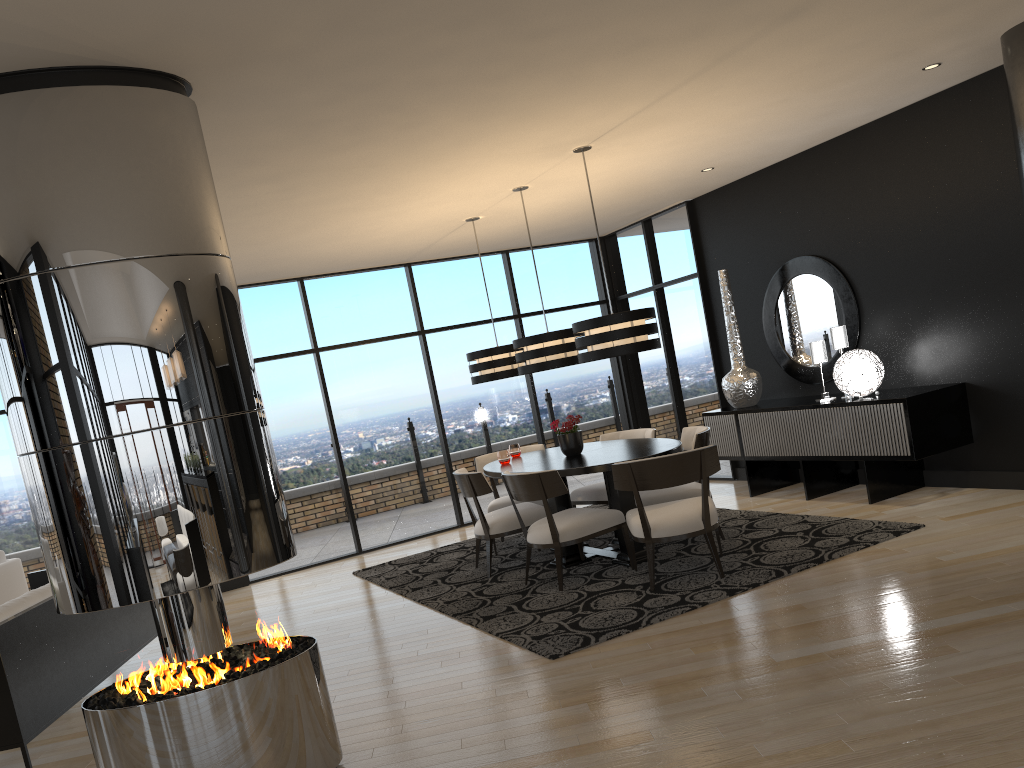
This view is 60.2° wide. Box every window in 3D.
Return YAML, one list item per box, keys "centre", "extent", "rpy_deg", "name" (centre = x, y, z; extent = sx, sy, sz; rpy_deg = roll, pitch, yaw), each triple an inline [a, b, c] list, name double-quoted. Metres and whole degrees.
- centre: [-1.307, -0.752, 1.388]
  extent: [10.071, 4.816, 15.889]
  rpy_deg: [-12, 1, -16]
  name: "window"

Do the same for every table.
- centre: [0.539, 0.901, 6.557]
  extent: [1.200, 0.774, 2.110]
  rpy_deg: [-12, 1, -24]
  name: "table"

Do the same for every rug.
- centre: [0.598, 1.277, 6.658]
  extent: [2.695, 0.011, 3.732]
  rpy_deg: [-11, 1, -26]
  name: "rug"

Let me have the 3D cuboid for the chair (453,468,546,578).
- centre: [-0.065, 1.001, 6.688]
  extent: [0.613, 0.812, 0.641]
  rpy_deg: [-12, 4, -15]
  name: "chair"

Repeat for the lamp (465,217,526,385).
- centre: [-0.195, -0.696, 7.246]
  extent: [0.531, 1.339, 0.536]
  rpy_deg: [-14, 6, -26]
  name: "lamp"

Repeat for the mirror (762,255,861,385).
- centre: [2.484, -0.528, 7.391]
  extent: [0.025, 1.085, 1.078]
  rpy_deg: [-14, 4, -26]
  name: "mirror"

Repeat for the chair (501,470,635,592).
- centre: [0.334, 0.929, 5.920]
  extent: [0.610, 0.812, 0.645]
  rpy_deg: [-14, 4, -32]
  name: "chair"

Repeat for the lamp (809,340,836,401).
- centre: [2.447, -0.108, 6.985]
  extent: [0.132, 0.469, 0.124]
  rpy_deg: [-11, 5, -3]
  name: "lamp"

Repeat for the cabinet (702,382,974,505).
- centre: [2.529, 0.504, 7.155]
  extent: [0.605, 0.771, 2.243]
  rpy_deg: [-13, 2, -25]
  name: "cabinet"

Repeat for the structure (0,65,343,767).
- centre: [-1.374, 0.298, 3.384]
  extent: [0.888, 2.763, 0.584]
  rpy_deg: [-12, 6, -15]
  name: "structure"

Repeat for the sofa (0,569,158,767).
- centre: [-2.795, 1.555, 5.097]
  extent: [0.837, 0.808, 2.023]
  rpy_deg: [-11, 1, -3]
  name: "sofa"

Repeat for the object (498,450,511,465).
- centre: [-0.061, 0.569, 6.841]
  extent: [0.095, 0.107, 0.095]
  rpy_deg: [-12, 4, -14]
  name: "object"

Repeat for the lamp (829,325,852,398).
- centre: [2.566, -0.174, 6.847]
  extent: [0.125, 0.554, 0.130]
  rpy_deg: [-8, 6, 27]
  name: "lamp"

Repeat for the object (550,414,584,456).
- centre: [0.419, 0.380, 6.502]
  extent: [0.227, 0.300, 0.238]
  rpy_deg: [-13, 4, -23]
  name: "object"

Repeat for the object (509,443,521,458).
- centre: [0.024, 0.548, 7.263]
  extent: [0.096, 0.107, 0.094]
  rpy_deg: [-9, 4, 31]
  name: "object"

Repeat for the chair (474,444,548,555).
- centre: [0.066, 0.968, 7.508]
  extent: [0.642, 0.812, 0.613]
  rpy_deg: [-11, 4, -4]
  name: "chair"

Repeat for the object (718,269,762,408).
- centre: [1.948, -0.396, 7.737]
  extent: [0.341, 1.218, 0.342]
  rpy_deg: [-13, 6, -16]
  name: "object"

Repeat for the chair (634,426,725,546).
- centre: [1.185, 0.757, 6.372]
  extent: [0.617, 0.812, 0.637]
  rpy_deg: [-11, 4, 3]
  name: "chair"

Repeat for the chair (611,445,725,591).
- centre: [0.986, 0.804, 5.443]
  extent: [0.643, 0.812, 0.611]
  rpy_deg: [-11, 4, 3]
  name: "chair"

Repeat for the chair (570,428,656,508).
- centre: [0.878, 0.811, 7.109]
  extent: [0.609, 0.812, 0.646]
  rpy_deg: [-14, 5, -39]
  name: "chair"

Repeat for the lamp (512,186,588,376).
- centre: [0.187, -0.765, 6.432]
  extent: [0.531, 1.339, 0.536]
  rpy_deg: [-14, 6, -26]
  name: "lamp"

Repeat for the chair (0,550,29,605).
- centre: [-4.495, 1.849, 6.957]
  extent: [1.000, 0.862, 0.850]
  rpy_deg: [-11, 3, -3]
  name: "chair"

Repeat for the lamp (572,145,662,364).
- centre: [0.568, -0.833, 5.619]
  extent: [0.531, 1.339, 0.536]
  rpy_deg: [-14, 6, -26]
  name: "lamp"
